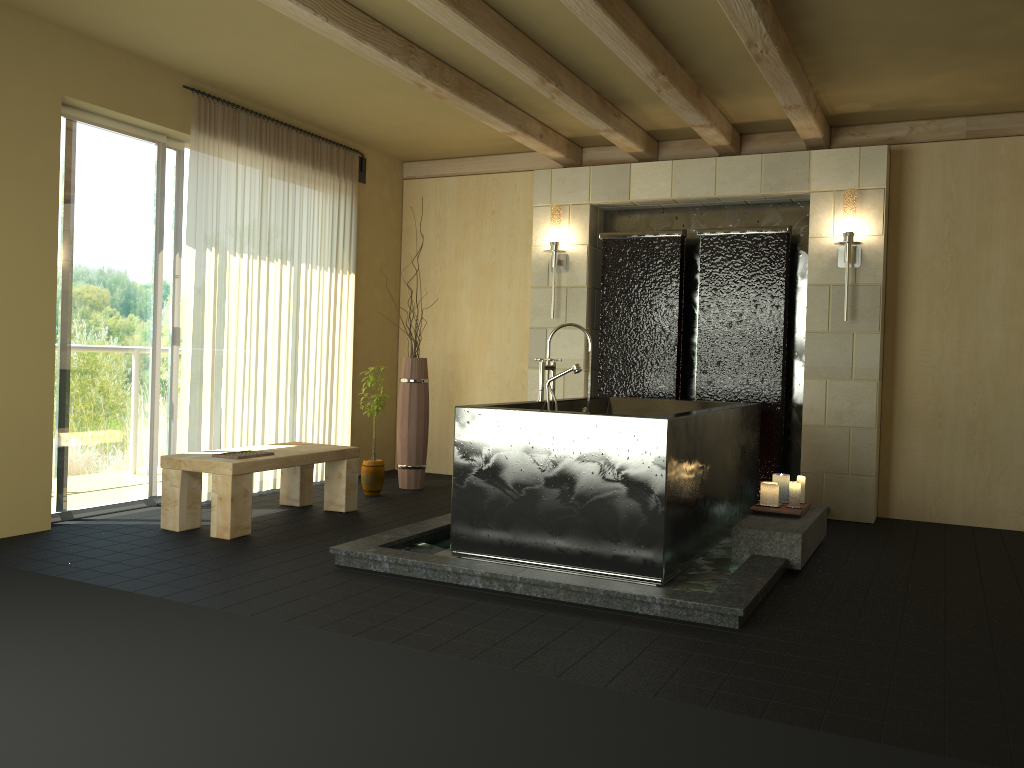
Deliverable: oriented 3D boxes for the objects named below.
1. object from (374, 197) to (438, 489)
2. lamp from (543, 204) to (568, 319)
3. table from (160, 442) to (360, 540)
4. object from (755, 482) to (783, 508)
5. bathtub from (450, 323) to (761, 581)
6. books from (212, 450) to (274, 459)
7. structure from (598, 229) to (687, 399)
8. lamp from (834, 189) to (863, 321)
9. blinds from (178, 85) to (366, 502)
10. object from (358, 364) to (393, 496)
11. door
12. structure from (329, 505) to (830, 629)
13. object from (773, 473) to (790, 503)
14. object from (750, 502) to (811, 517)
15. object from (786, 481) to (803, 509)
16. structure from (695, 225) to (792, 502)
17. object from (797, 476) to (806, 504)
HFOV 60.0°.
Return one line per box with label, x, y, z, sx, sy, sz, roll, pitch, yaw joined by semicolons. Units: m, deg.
object;-0.805;-0.309;6.673;0.468;2.180;0.463;2;1;-14
lamp;0.317;-0.903;6.566;0.176;0.837;0.188;2;1;26
table;-1.443;0.594;5.221;0.513;0.400;1.124;2;2;26
object;1.398;0.598;4.813;0.131;0.124;0.131;2;1;26
bathtub;0.663;0.238;5.027;1.068;1.162;2.132;2;1;26
books;-1.494;0.393;4.938;0.181;0.014;0.294;3;2;26
structure;0.911;-0.084;6.444;0.641;2.067;0.094;2;1;26
lamp;2.150;-0.821;5.672;0.176;0.837;0.188;2;1;26
blinds;-1.616;-0.548;6.284;0.064;2.580;1.944;2;1;25
object;-0.977;0.316;6.245;0.242;0.929;0.266;1;1;-26
door;-2.365;-0.384;5.258;0.063;2.333;1.037;2;1;25
structure;0.861;0.979;5.416;1.973;0.636;3.800;3;2;26
object;1.503;0.582;4.955;0.112;0.154;0.112;2;1;21
object;1.471;0.677;4.844;0.254;0.031;0.441;3;2;26
object;1.521;0.595;4.770;0.091;0.140;0.091;2;1;21
structure;1.561;-0.055;6.126;0.641;2.067;0.094;2;1;26
object;1.604;0.587;4.925;0.056;0.151;0.056;2;1;26
